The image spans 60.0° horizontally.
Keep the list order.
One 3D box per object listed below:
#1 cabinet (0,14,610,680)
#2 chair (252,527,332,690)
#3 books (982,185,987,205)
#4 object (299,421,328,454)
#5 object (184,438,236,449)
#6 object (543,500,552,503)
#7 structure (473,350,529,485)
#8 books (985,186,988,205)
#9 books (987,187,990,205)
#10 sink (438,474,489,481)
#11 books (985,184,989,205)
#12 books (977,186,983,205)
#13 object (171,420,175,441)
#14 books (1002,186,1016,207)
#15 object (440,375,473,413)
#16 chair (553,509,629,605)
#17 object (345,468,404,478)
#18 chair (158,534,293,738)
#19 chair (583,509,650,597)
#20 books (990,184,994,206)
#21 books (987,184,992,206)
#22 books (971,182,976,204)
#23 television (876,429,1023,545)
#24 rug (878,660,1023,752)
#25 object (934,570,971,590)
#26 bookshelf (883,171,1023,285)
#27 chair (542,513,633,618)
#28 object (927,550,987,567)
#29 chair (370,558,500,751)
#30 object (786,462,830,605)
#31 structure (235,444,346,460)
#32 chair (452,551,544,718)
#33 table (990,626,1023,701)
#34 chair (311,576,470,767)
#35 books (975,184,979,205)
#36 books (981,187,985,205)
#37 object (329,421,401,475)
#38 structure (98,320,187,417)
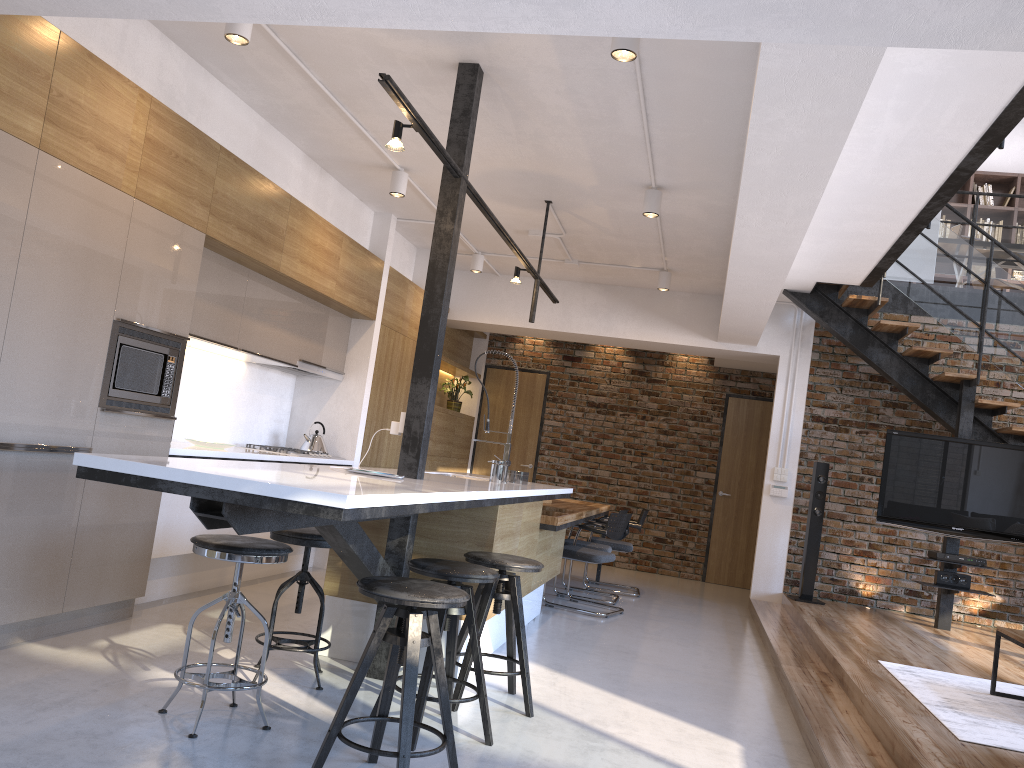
[{"bbox_3d":[-0.759,0.013,5.914,2.472,2.868,9.129,7,-5,12],"label":"cabinet"},{"bbox_3d":[-0.914,0.941,3.810,0.357,0.635,0.357,9,-4,-9],"label":"chair"},{"bbox_3d":[5.917,-2.343,11.134,0.067,0.263,0.180,7,-4,12],"label":"books"},{"bbox_3d":[-1.515,0.407,6.861,0.222,0.234,0.222,8,-4,2],"label":"object"},{"bbox_3d":[-1.859,0.373,5.456,0.309,0.034,0.310,6,-5,26],"label":"object"},{"bbox_3d":[0.152,0.908,6.967,0.224,0.024,0.347,6,-5,22],"label":"object"},{"bbox_3d":[0.027,0.215,5.558,0.508,0.812,0.392,11,-5,-38],"label":"structure"},{"bbox_3d":[5.930,-2.336,11.131,0.059,0.251,0.180,7,-4,12],"label":"books"},{"bbox_3d":[5.964,-2.330,11.146,0.062,0.252,0.136,7,-4,12],"label":"books"},{"bbox_3d":[-0.307,0.689,5.528,0.406,0.203,0.707,7,-5,12],"label":"sink"},{"bbox_3d":[5.944,-2.350,11.134,0.073,0.285,0.170,7,-4,12],"label":"books"},{"bbox_3d":[5.862,-2.340,11.148,0.075,0.246,0.175,7,-4,12],"label":"books"},{"bbox_3d":[-2.145,0.215,4.929,0.240,0.174,0.548,7,-5,12],"label":"object"},{"bbox_3d":[6.195,-2.312,11.082,0.112,0.276,0.163,7,-4,12],"label":"books"},{"bbox_3d":[-0.620,0.130,10.073,0.390,0.474,0.344,12,-6,-43],"label":"object"},{"bbox_3d":[0.674,1.407,7.467,0.540,0.767,0.520,7,-4,12],"label":"chair"},{"bbox_3d":[-0.587,0.387,3.812,0.240,0.013,0.188,8,-5,-3],"label":"object"},{"bbox_3d":[-1.006,0.873,3.149,0.357,0.635,0.358,11,-5,-33],"label":"chair"},{"bbox_3d":[0.951,1.502,8.129,0.540,0.767,0.520,8,-4,7],"label":"chair"},{"bbox_3d":[5.996,-2.343,11.126,0.076,0.285,0.163,7,-4,12],"label":"books"},{"bbox_3d":[5.975,-2.342,11.128,0.073,0.277,0.169,7,-4,12],"label":"books"},{"bbox_3d":[5.809,-2.374,11.172,0.079,0.301,0.156,7,-4,12],"label":"books"},{"bbox_3d":[3.546,0.825,7.006,1.206,0.782,0.136,7,-4,13],"label":"television"},{"bbox_3d":[2.972,1.634,4.102,2.112,0.003,1.639,7,-5,12],"label":"rug"},{"bbox_3d":[3.466,1.541,6.978,0.247,0.112,0.089,7,-4,12],"label":"object"},{"bbox_3d":[5.898,-1.498,11.102,2.716,2.278,0.307,7,-4,12],"label":"bookshelf"},{"bbox_3d":[0.599,1.342,6.820,0.540,0.767,0.520,6,-5,27],"label":"chair"},{"bbox_3d":[3.468,1.363,6.914,0.360,0.058,0.275,7,-5,12],"label":"object"},{"bbox_3d":[-0.265,1.001,3.364,0.366,0.629,0.365,11,-5,-32],"label":"chair"},{"bbox_3d":[2.625,1.283,7.713,0.271,1.205,0.271,8,-4,2],"label":"object"},{"bbox_3d":[-1.633,0.521,6.628,0.496,0.063,0.860,7,-5,12],"label":"structure"},{"bbox_3d":[-0.077,1.070,3.876,0.367,0.629,0.367,9,-4,-13],"label":"chair"},{"bbox_3d":[3.034,1.466,4.112,1.298,0.350,0.698,7,-5,13],"label":"table"},{"bbox_3d":[-0.348,0.937,2.743,0.366,0.629,0.367,6,-5,27],"label":"chair"},{"bbox_3d":[5.835,-2.360,11.169,0.082,0.281,0.149,7,-4,12],"label":"books"},{"bbox_3d":[5.894,-2.333,11.148,0.080,0.242,0.161,7,-4,12],"label":"books"},{"bbox_3d":[-0.670,0.274,4.027,0.214,0.246,0.418,5,-5,33],"label":"object"},{"bbox_3d":[-1.956,-0.084,4.314,0.396,0.396,0.597,7,-5,12],"label":"structure"}]
